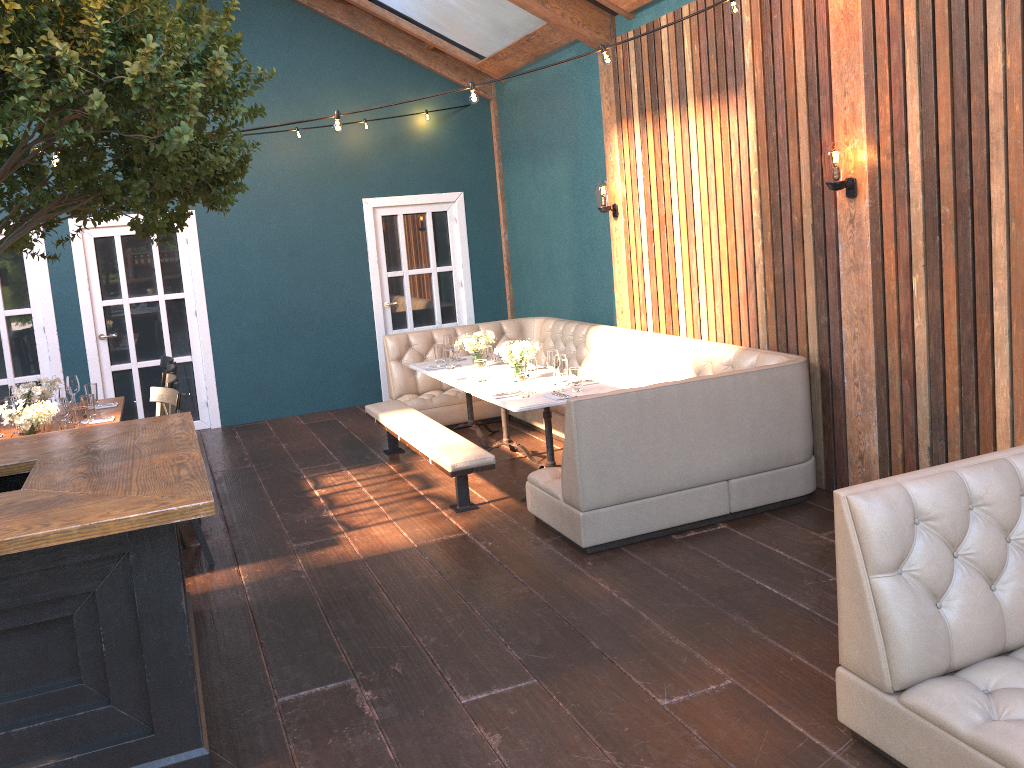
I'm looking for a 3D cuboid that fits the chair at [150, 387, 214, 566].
[{"bbox_3d":[-2.104,0.568,5.071,0.543,1.012,0.478,-11,9,-38],"label":"chair"}]

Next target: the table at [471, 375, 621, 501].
[{"bbox_3d":[0.254,0.371,6.036,0.801,0.667,0.803,-8,9,-22],"label":"table"}]

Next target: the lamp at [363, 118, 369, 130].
[{"bbox_3d":[-1.493,-2.658,9.054,0.056,0.119,0.057,-5,7,0],"label":"lamp"}]

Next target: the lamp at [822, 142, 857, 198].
[{"bbox_3d":[1.831,-1.197,4.962,0.178,0.318,0.147,-8,8,-21],"label":"lamp"}]

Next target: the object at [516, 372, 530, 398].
[{"bbox_3d":[0.078,0.009,5.800,0.092,0.157,0.092,-10,9,-35],"label":"object"}]

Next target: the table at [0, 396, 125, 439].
[{"bbox_3d":[-2.972,0.685,5.644,0.953,0.724,2.445,-8,10,-21],"label":"table"}]

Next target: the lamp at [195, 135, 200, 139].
[{"bbox_3d":[-1.711,-1.320,4.836,0.056,0.120,0.057,-6,7,-13],"label":"lamp"}]

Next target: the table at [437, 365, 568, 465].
[{"bbox_3d":[-0.054,0.262,6.789,0.801,0.667,0.803,-8,9,-21],"label":"table"}]

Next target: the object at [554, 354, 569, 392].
[{"bbox_3d":[0.329,-0.073,5.898,0.092,0.242,0.093,-1,8,26],"label":"object"}]

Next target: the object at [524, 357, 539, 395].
[{"bbox_3d":[0.131,-0.055,5.888,0.092,0.242,0.093,-1,8,26],"label":"object"}]

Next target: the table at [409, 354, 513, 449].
[{"bbox_3d":[-0.362,0.152,7.543,0.801,0.667,0.803,-8,9,-22],"label":"table"}]

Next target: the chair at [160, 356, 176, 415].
[{"bbox_3d":[-2.727,0.337,6.646,0.541,1.012,0.479,-8,8,-26],"label":"chair"}]

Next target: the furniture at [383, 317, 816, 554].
[{"bbox_3d":[0.352,0.109,6.918,1.714,0.852,4.183,-8,11,-21],"label":"furniture"}]

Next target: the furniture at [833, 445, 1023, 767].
[{"bbox_3d":[2.633,0.919,1.342,1.714,0.852,4.183,-8,11,-21],"label":"furniture"}]

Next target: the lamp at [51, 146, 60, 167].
[{"bbox_3d":[-2.469,-1.224,4.788,0.056,0.120,0.057,-5,7,-2],"label":"lamp"}]

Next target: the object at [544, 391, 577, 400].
[{"bbox_3d":[0.304,0.069,5.750,0.158,0.019,0.256,-9,11,-21],"label":"object"}]

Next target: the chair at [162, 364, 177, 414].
[{"bbox_3d":[-2.516,0.412,6.129,0.541,1.012,0.480,-7,7,-16],"label":"chair"}]

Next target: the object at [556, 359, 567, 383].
[{"bbox_3d":[0.349,-0.091,6.227,0.092,0.157,0.092,-10,9,-35],"label":"object"}]

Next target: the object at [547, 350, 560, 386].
[{"bbox_3d":[0.289,-0.111,6.129,0.092,0.242,0.093,-1,8,26],"label":"object"}]

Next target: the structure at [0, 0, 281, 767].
[{"bbox_3d":[-2.176,-0.451,3.253,2.719,3.668,2.871,-7,8,-13],"label":"structure"}]

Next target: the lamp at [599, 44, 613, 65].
[{"bbox_3d":[0.522,-1.823,4.892,0.066,0.117,0.057,2,10,44],"label":"lamp"}]

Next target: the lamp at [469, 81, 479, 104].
[{"bbox_3d":[-0.213,-1.610,4.884,0.057,0.120,0.056,-12,10,-44],"label":"lamp"}]

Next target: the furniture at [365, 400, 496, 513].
[{"bbox_3d":[-0.666,0.491,6.567,0.314,0.396,2.342,-8,10,-21],"label":"furniture"}]

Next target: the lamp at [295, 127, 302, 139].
[{"bbox_3d":[-2.077,-2.448,8.619,0.056,0.118,0.061,-8,8,-21],"label":"lamp"}]

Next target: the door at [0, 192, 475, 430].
[{"bbox_3d":[-4.241,-0.474,8.526,8.197,2.193,0.174,-9,7,-22],"label":"door"}]

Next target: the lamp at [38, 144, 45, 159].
[{"bbox_3d":[-3.865,-1.905,7.256,0.056,0.120,0.057,-1,8,29],"label":"lamp"}]

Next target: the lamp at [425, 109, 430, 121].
[{"bbox_3d":[-0.906,-2.885,9.495,0.057,0.120,0.056,-11,9,-39],"label":"lamp"}]

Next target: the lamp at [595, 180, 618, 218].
[{"bbox_3d":[0.793,-1.565,7.500,0.178,0.318,0.147,-8,8,-21],"label":"lamp"}]

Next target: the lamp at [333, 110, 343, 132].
[{"bbox_3d":[-0.963,-1.448,4.876,0.056,0.120,0.057,2,10,44],"label":"lamp"}]

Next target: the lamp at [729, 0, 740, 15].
[{"bbox_3d":[1.225,-2.103,4.894,0.074,0.114,0.057,-7,7,-15],"label":"lamp"}]

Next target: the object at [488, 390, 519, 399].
[{"bbox_3d":[-0.022,0.063,5.937,0.256,0.019,0.158,-9,11,-21],"label":"object"}]

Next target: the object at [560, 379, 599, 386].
[{"bbox_3d":[0.460,-0.008,6.106,0.256,0.019,0.158,-9,11,-21],"label":"object"}]

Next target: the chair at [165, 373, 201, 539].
[{"bbox_3d":[-2.304,0.487,5.611,0.541,1.012,0.480,-8,8,-21],"label":"chair"}]
